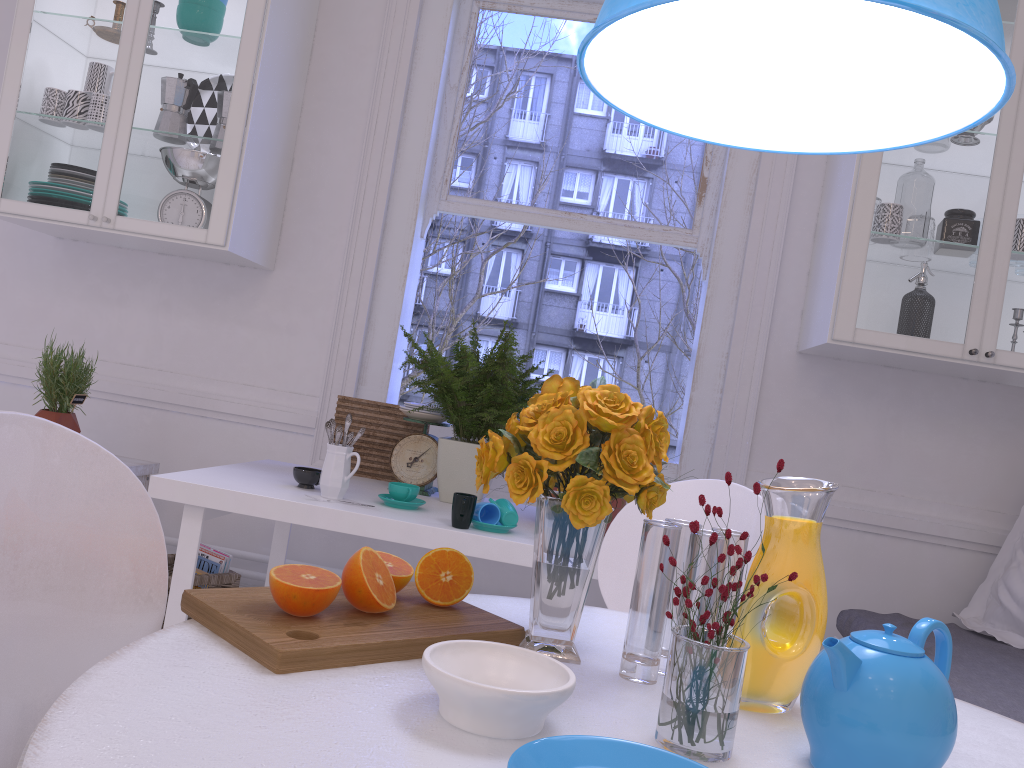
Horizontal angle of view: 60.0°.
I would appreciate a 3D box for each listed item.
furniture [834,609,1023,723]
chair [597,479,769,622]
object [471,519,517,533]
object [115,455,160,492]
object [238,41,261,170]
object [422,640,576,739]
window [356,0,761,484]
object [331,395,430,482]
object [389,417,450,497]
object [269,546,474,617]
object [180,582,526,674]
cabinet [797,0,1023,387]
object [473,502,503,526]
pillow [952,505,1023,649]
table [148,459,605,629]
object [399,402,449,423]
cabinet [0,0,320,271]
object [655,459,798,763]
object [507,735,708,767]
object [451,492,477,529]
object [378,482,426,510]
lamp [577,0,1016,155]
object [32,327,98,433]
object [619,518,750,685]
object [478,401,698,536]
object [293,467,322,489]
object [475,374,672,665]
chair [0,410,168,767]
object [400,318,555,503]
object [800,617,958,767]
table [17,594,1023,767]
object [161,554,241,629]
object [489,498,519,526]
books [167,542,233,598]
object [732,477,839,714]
[{"bbox_3d":[1.124,0.889,1.014,0.769,0.508,3.296,9,-1,6],"label":"furniture"},{"bbox_3d":[0.159,0.568,1.526,0.483,0.845,0.604,10,-1,-39],"label":"chair"},{"bbox_3d":[-0.048,0.332,2.087,0.121,0.021,0.121,10,-1,-44],"label":"object"},{"bbox_3d":[-1.421,0.481,2.634,0.418,0.534,0.599,9,-1,6],"label":"object"},{"bbox_3d":[-1.146,-1.113,2.953,0.811,0.651,0.376,9,-1,6],"label":"object"},{"bbox_3d":[-0.016,0.290,0.839,0.147,0.052,0.147,10,-1,-42],"label":"object"},{"bbox_3d":[0.192,-0.581,3.126,1.234,1.782,0.181,9,-1,6],"label":"window"},{"bbox_3d":[-0.410,0.175,2.729,0.294,0.237,0.028,9,-1,6],"label":"object"},{"bbox_3d":[-0.270,0.211,2.607,0.159,0.208,0.185,9,-1,6],"label":"object"},{"bbox_3d":[-0.180,0.232,1.085,0.129,0.075,0.285,9,-1,42],"label":"object"},{"bbox_3d":[-0.182,0.281,1.059,0.347,0.024,0.224,10,-1,-44],"label":"object"},{"bbox_3d":[1.425,-0.692,2.672,0.823,1.311,0.425,9,-1,6],"label":"cabinet"},{"bbox_3d":[-0.059,0.304,2.086,0.069,0.058,0.080,10,-1,-21],"label":"object"},{"bbox_3d":[1.608,0.448,2.453,0.374,0.642,0.677,10,-1,-24],"label":"pillow"},{"bbox_3d":[-0.109,0.651,2.337,1.514,0.619,0.736,9,-1,6],"label":"table"},{"bbox_3d":[-0.252,0.085,2.620,0.163,0.047,0.164,10,-1,-35],"label":"object"},{"bbox_3d":[-1.147,-1.114,2.932,0.823,1.311,0.425,9,-1,6],"label":"cabinet"},{"bbox_3d":[0.203,0.208,0.846,0.128,0.287,0.128,9,-1,7],"label":"object"},{"bbox_3d":[0.091,0.320,0.677,0.196,0.023,0.196,10,-1,-7],"label":"object"},{"bbox_3d":[-0.116,0.291,2.031,0.055,0.077,0.070,9,-1,31],"label":"object"},{"bbox_3d":[-0.274,0.279,2.219,0.121,0.055,0.121,10,-1,-44],"label":"object"},{"bbox_3d":[0.528,-1.365,1.237,0.568,1.948,0.568,9,-1,40],"label":"lamp"},{"bbox_3d":[-1.345,0.019,2.664,0.186,0.367,0.196,10,-1,-39],"label":"object"},{"bbox_3d":[0.207,0.263,1.064,0.101,0.186,0.122,9,-1,36],"label":"object"},{"bbox_3d":[0.213,0.223,2.347,0.668,0.367,0.531,9,-1,30],"label":"object"},{"bbox_3d":[-0.524,0.243,2.277,0.079,0.048,0.082,10,-1,-35],"label":"object"},{"bbox_3d":[0.073,0.158,1.089,0.234,0.351,0.235,10,-1,-29],"label":"object"},{"bbox_3d":[-0.305,0.479,0.777,0.483,0.845,0.604,9,-1,6],"label":"chair"},{"bbox_3d":[-0.112,0.071,2.480,0.438,0.527,0.368,9,-1,6],"label":"object"},{"bbox_3d":[0.358,0.302,0.855,0.156,0.151,0.150,9,-1,9],"label":"object"},{"bbox_3d":[0.126,0.659,0.826,1.140,0.629,1.140,9,-1,34],"label":"table"},{"bbox_3d":[-1.036,0.681,2.681,0.276,0.270,0.276,9,-1,39],"label":"object"},{"bbox_3d":[-0.022,0.304,2.094,0.069,0.059,0.082,10,-1,-16],"label":"object"},{"bbox_3d":[-1.022,0.649,2.691,0.221,0.306,0.205,9,-1,39],"label":"books"},{"bbox_3d":[0.316,0.240,1.028,0.094,0.267,0.116,9,-1,32],"label":"object"}]
